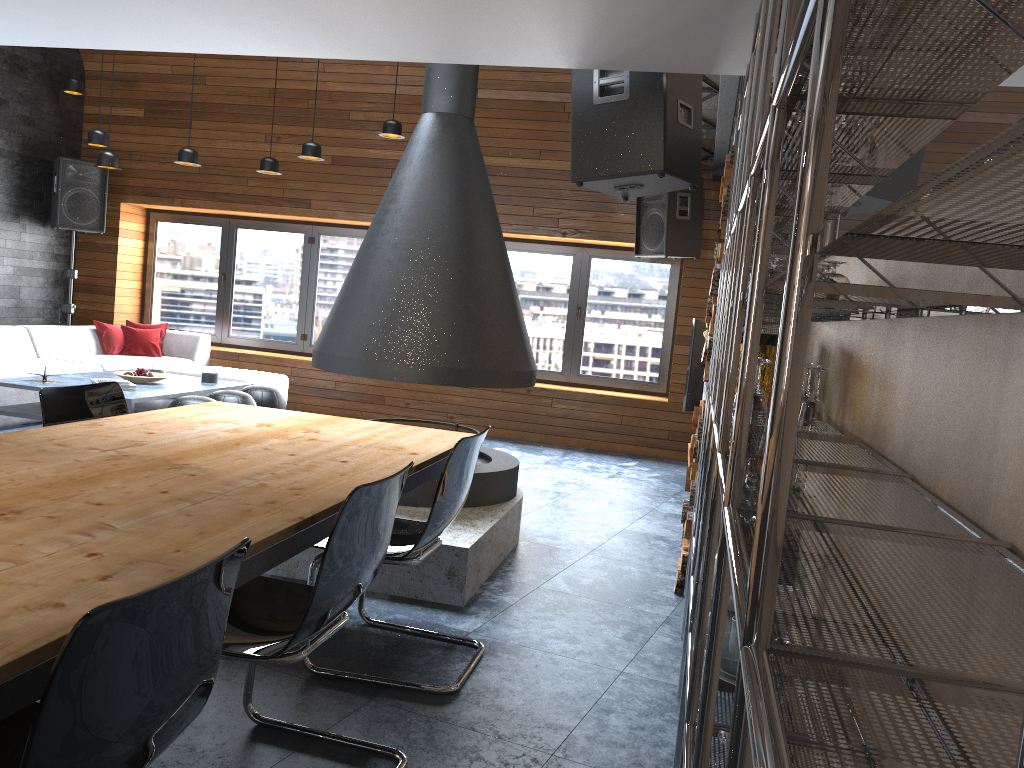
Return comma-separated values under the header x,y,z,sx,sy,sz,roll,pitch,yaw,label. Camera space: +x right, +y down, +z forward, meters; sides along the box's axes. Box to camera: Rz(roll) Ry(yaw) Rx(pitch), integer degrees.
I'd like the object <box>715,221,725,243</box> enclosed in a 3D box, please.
x,y,z,sx,sy,sz,roll,pitch,yaw,label
1.109,-0.693,4.121,0.312,0.110,0.103,7,5,15,object

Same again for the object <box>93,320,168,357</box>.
x,y,z,sx,sy,sz,roll,pitch,yaw,label
-3.700,-0.435,8.733,0.528,0.354,0.742,7,5,11,object

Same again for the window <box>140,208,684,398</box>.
x,y,z,sx,sy,sz,roll,pitch,yaw,label
-1.228,-0.897,9.204,5.936,1.521,0.101,7,5,12,window

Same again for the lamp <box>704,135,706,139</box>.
x,y,z,sx,sy,sz,roll,pitch,yaw,label
1.409,-2.465,7.000,0.475,1.002,0.475,9,6,35,lamp

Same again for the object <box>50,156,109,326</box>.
x,y,z,sx,sy,sz,roll,pitch,yaw,label
-4.492,-1.088,8.887,0.639,2.298,0.686,2,6,-40,object

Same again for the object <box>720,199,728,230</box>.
x,y,z,sx,sy,sz,roll,pitch,yaw,label
1.097,-0.761,4.035,0.286,0.143,0.143,7,5,12,object

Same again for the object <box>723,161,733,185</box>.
x,y,z,sx,sy,sz,roll,pitch,yaw,label
1.160,-0.952,4.076,0.362,0.115,0.098,7,5,12,object

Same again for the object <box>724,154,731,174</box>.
x,y,z,sx,sy,sz,roll,pitch,yaw,label
1.145,-1.013,4.149,0.289,0.121,0.107,6,5,11,object

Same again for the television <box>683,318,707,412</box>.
x,y,z,sx,sy,sz,roll,pitch,yaw,label
1.361,-0.156,6.533,0.115,0.638,1.075,7,5,12,television

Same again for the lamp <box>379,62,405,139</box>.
x,y,z,sx,sy,sz,roll,pitch,yaw,label
-0.883,-2.753,7.012,0.210,1.565,0.210,2,6,-41,lamp

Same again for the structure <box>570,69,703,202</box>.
x,y,z,sx,sy,sz,roll,pitch,yaw,label
0.559,-1.201,3.868,0.506,0.744,0.460,9,6,37,structure

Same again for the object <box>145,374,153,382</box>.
x,y,z,sx,sy,sz,roll,pitch,yaw,label
-2.697,-0.045,6.604,0.061,0.061,0.063,6,5,11,object

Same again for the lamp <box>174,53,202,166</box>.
x,y,z,sx,sy,sz,roll,pitch,yaw,label
-2.533,-2.794,7.113,0.210,2.034,0.210,2,6,-41,lamp

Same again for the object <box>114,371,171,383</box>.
x,y,z,sx,sy,sz,roll,pitch,yaw,label
-2.782,-0.045,6.669,0.395,0.061,0.395,6,5,4,object

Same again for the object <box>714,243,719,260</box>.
x,y,z,sx,sy,sz,roll,pitch,yaw,label
1.496,-0.861,5.978,0.255,0.356,0.167,8,5,31,object

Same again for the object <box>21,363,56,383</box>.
x,y,z,sx,sy,sz,roll,pitch,yaw,label
-3.239,-0.074,6.151,0.250,0.117,0.240,7,5,20,object

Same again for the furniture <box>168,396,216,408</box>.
x,y,z,sx,sy,sz,roll,pitch,yaw,label
-2.130,0.310,5.949,0.401,0.462,0.402,8,5,26,furniture

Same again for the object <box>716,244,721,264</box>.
x,y,z,sx,sy,sz,roll,pitch,yaw,label
1.191,-0.639,4.418,0.330,0.105,0.107,7,5,14,object

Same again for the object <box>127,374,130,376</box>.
x,y,z,sx,sy,sz,roll,pitch,yaw,label
-2.831,-0.051,6.543,0.048,0.039,0.039,6,5,8,object

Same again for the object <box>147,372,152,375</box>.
x,y,z,sx,sy,sz,roll,pitch,yaw,label
-2.774,-0.065,6.756,0.062,0.062,0.060,3,5,-28,object

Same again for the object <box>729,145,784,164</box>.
x,y,z,sx,sy,sz,roll,pitch,yaw,label
1.137,-1.006,3.976,0.308,0.107,0.121,7,5,15,object

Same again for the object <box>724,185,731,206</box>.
x,y,z,sx,sy,sz,roll,pitch,yaw,label
1.113,-0.818,3.976,0.310,0.121,0.111,7,5,12,object

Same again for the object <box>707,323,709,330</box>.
x,y,z,sx,sy,sz,roll,pitch,yaw,label
1.133,-0.301,4.363,0.329,0.107,0.128,7,5,12,object

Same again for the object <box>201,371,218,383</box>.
x,y,z,sx,sy,sz,roll,pitch,yaw,label
-2.414,-0.054,7.077,0.126,0.081,0.126,4,5,-16,object

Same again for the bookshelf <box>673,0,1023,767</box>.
x,y,z,sx,sy,sz,roll,pitch,yaw,label
0.993,-1.990,2.419,0.421,6.218,10.740,7,5,12,bookshelf

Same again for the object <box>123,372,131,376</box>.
x,y,z,sx,sy,sz,roll,pitch,yaw,label
-2.876,-0.063,6.622,0.064,0.062,0.061,10,6,43,object

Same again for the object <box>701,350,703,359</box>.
x,y,z,sx,sy,sz,roll,pitch,yaw,label
1.352,-0.191,5.454,0.192,0.221,0.403,1,6,-41,object

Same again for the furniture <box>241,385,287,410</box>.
x,y,z,sx,sy,sz,roll,pitch,yaw,label
-1.981,0.238,6.973,0.401,0.462,0.402,2,6,-38,furniture

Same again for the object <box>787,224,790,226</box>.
x,y,z,sx,sy,sz,roll,pitch,yaw,label
1.172,-0.737,4.202,0.288,0.118,0.147,7,5,15,object

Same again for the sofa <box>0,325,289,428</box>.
x,y,z,sx,sy,sz,roll,pitch,yaw,label
-3.407,-0.031,7.172,2.205,0.693,4.035,7,5,12,sofa

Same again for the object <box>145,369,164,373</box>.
x,y,z,sx,sy,sz,roll,pitch,yaw,label
-2.913,-0.092,7.213,0.160,0.040,0.160,5,5,-11,object

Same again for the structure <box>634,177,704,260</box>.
x,y,z,sx,sy,sz,roll,pitch,yaw,label
1.385,-1.448,7.751,0.488,0.735,0.462,3,5,-28,structure

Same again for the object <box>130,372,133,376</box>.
x,y,z,sx,sy,sz,roll,pitch,yaw,label
-2.885,-0.069,6.700,0.042,0.042,0.044,7,5,11,object

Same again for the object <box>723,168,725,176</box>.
x,y,z,sx,sy,sz,roll,pitch,yaw,label
1.190,-0.998,4.346,0.312,0.150,0.140,7,5,15,object

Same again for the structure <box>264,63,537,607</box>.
x,y,z,sx,sy,sz,roll,pitch,yaw,label
-0.328,-2.022,4.379,1.197,5.699,1.689,7,5,12,structure

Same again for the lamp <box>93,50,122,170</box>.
x,y,z,sx,sy,sz,roll,pitch,yaw,label
-3.076,-2.831,6.894,0.210,2.273,0.210,2,6,-41,lamp

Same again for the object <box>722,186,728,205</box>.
x,y,z,sx,sy,sz,roll,pitch,yaw,label
1.133,-0.852,4.059,0.329,0.107,0.128,7,5,11,object

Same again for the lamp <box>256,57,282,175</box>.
x,y,z,sx,sy,sz,roll,pitch,yaw,label
-1.956,-2.778,7.412,0.210,2.002,0.210,2,6,-41,lamp

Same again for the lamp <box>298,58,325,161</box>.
x,y,z,sx,sy,sz,roll,pitch,yaw,label
-1.507,-2.745,6.985,0.210,1.911,0.210,2,6,-41,lamp

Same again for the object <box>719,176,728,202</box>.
x,y,z,sx,sy,sz,roll,pitch,yaw,label
1.145,-0.903,4.175,0.321,0.128,0.164,7,5,12,object

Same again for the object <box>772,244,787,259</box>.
x,y,z,sx,sy,sz,roll,pitch,yaw,label
1.117,-0.607,4.002,0.287,0.112,0.126,7,5,12,object

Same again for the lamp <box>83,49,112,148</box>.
x,y,z,sx,sy,sz,roll,pitch,yaw,label
-3.253,-2.937,7.090,0.210,2.036,0.210,2,6,-41,lamp

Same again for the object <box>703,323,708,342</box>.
x,y,z,sx,sy,sz,roll,pitch,yaw,label
1.403,-0.262,5.798,0.325,0.309,0.154,5,5,-3,object

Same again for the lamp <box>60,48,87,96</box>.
x,y,z,sx,sy,sz,roll,pitch,yaw,label
-3.724,-3.192,7.605,0.210,1.369,0.210,2,6,-41,lamp

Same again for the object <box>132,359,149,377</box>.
x,y,z,sx,sy,sz,roll,pitch,yaw,label
-2.793,-0.107,6.677,0.118,0.172,0.106,3,5,-26,object

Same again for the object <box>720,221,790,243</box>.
x,y,z,sx,sy,sz,roll,pitch,yaw,label
1.095,-0.676,3.981,0.303,0.088,0.095,7,5,13,object

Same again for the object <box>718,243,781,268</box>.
x,y,z,sx,sy,sz,roll,pitch,yaw,label
1.195,-0.634,4.317,0.362,0.131,0.154,7,5,11,object

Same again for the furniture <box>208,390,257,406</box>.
x,y,z,sx,sy,sz,roll,pitch,yaw,label
-2.057,0.274,6.453,0.402,0.462,0.401,8,6,31,furniture
